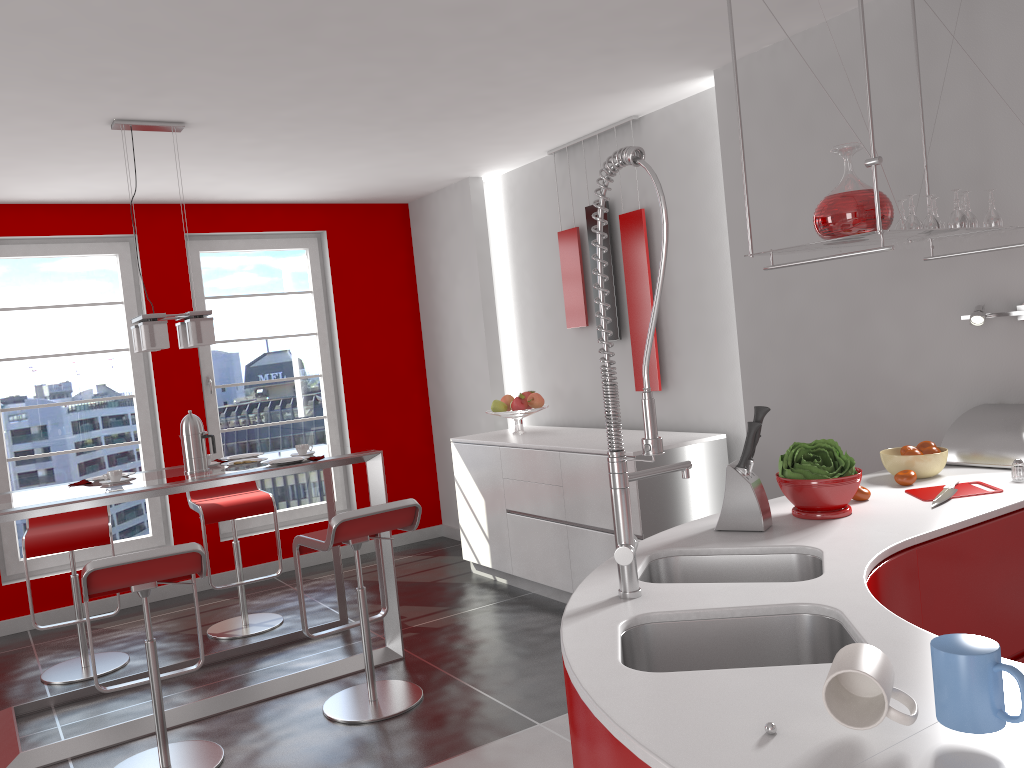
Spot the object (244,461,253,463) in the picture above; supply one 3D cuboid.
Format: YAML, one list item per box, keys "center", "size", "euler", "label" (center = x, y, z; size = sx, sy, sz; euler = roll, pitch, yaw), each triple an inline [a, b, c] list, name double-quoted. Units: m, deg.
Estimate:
- center: [-1.240, 0.368, 4.178]
  size: [0.034, 0.006, 0.036]
  euler: [-8, 4, -44]
  label: "object"

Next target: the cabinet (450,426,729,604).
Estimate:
- center: [0.386, 0.736, 5.086]
  size: [0.610, 0.880, 1.802]
  euler: [-7, 3, -32]
  label: "cabinet"

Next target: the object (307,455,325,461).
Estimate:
- center: [-0.917, 0.342, 4.144]
  size: [0.095, 0.012, 0.234]
  euler: [-7, 3, -32]
  label: "object"

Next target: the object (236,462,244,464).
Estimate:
- center: [-1.281, 0.372, 4.170]
  size: [0.036, 0.006, 0.034]
  euler: [-6, 3, -8]
  label: "object"

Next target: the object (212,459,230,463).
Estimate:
- center: [-1.481, 0.388, 4.413]
  size: [0.095, 0.012, 0.234]
  euler: [-7, 3, -33]
  label: "object"

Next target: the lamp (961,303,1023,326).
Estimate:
- center: [1.702, -0.237, 2.967]
  size: [0.155, 0.081, 0.454]
  euler: [-7, 3, -32]
  label: "lamp"

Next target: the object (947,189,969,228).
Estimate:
- center: [1.367, -0.525, 2.722]
  size: [0.060, 0.141, 0.060]
  euler: [-7, 3, -32]
  label: "object"

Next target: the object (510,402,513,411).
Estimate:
- center: [0.031, 0.139, 5.543]
  size: [0.086, 0.079, 0.084]
  euler: [-6, 3, -4]
  label: "object"

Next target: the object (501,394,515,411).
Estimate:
- center: [-0.025, 0.120, 5.609]
  size: [0.096, 0.105, 0.117]
  euler: [-6, 3, -3]
  label: "object"

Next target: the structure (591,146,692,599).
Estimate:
- center: [0.266, -0.012, 1.846]
  size: [0.178, 0.920, 0.308]
  euler: [-5, 3, 11]
  label: "structure"

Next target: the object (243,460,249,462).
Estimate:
- center: [-1.263, 0.368, 4.213]
  size: [0.036, 0.006, 0.034]
  euler: [-6, 3, 5]
  label: "object"

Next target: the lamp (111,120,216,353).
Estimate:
- center: [-1.602, -0.672, 4.053]
  size: [0.304, 1.025, 0.304]
  euler: [-7, 3, -32]
  label: "lamp"

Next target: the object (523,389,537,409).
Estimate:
- center: [0.094, 0.095, 5.598]
  size: [0.117, 0.129, 0.150]
  euler: [-5, 3, 15]
  label: "object"

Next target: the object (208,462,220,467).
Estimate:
- center: [-1.473, 0.392, 4.277]
  size: [0.119, 0.016, 0.119]
  euler: [-8, 3, -35]
  label: "object"

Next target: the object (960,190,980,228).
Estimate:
- center: [1.436, -0.535, 2.794]
  size: [0.060, 0.141, 0.060]
  euler: [-7, 3, -32]
  label: "object"

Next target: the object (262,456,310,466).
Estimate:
- center: [-1.037, 0.356, 4.076]
  size: [0.217, 0.015, 0.217]
  euler: [-6, 3, 4]
  label: "object"

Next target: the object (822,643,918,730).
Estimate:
- center: [0.474, 0.399, 1.170]
  size: [0.109, 0.080, 0.100]
  euler: [-4, 3, 28]
  label: "object"

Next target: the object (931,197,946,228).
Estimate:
- center: [1.374, -0.533, 2.878]
  size: [0.060, 0.141, 0.060]
  euler: [-4, 3, 35]
  label: "object"

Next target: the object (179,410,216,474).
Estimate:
- center: [-1.455, 0.261, 4.099]
  size: [0.149, 0.287, 0.113]
  euler: [-7, 3, -24]
  label: "object"

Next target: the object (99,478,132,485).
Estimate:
- center: [-1.772, 0.436, 3.966]
  size: [0.119, 0.016, 0.119]
  euler: [-4, 3, 38]
  label: "object"

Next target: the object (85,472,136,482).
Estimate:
- center: [-1.878, 0.438, 4.152]
  size: [0.217, 0.015, 0.217]
  euler: [-6, 3, -8]
  label: "object"

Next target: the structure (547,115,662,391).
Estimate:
- center: [0.527, -0.703, 5.182]
  size: [0.040, 1.503, 0.820]
  euler: [-7, 3, -32]
  label: "structure"

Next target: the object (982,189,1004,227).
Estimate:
- center: [1.523, -0.545, 2.813]
  size: [0.060, 0.141, 0.060]
  euler: [-7, 3, -32]
  label: "object"

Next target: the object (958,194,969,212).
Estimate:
- center: [1.469, -0.543, 2.879]
  size: [0.060, 0.141, 0.060]
  euler: [-7, 3, -32]
  label: "object"

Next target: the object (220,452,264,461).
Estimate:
- center: [-1.363, 0.371, 4.484]
  size: [0.217, 0.015, 0.217]
  euler: [-4, 3, 34]
  label: "object"

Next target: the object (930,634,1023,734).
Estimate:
- center: [0.594, 0.380, 1.124]
  size: [0.109, 0.100, 0.080]
  euler: [-4, 3, 31]
  label: "object"

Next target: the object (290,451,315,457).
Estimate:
- center: [-1.016, 0.344, 4.310]
  size: [0.119, 0.016, 0.119]
  euler: [-6, 3, -12]
  label: "object"

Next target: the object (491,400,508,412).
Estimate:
- center: [-0.078, 0.139, 5.473]
  size: [0.100, 0.086, 0.083]
  euler: [-5, 3, 17]
  label: "object"

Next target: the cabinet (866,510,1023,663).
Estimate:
- center: [1.317, 0.748, 1.999]
  size: [1.025, 0.761, 1.875]
  euler: [-5, 3, 13]
  label: "cabinet"

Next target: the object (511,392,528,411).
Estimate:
- center: [0.037, 0.111, 5.422]
  size: [0.097, 0.133, 0.117]
  euler: [-8, 3, -43]
  label: "object"

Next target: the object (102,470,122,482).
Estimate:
- center: [-1.782, 0.413, 3.964]
  size: [0.078, 0.049, 0.062]
  euler: [-6, 3, -9]
  label: "object"

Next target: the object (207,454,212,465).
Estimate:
- center: [-1.483, 0.369, 4.277]
  size: [0.078, 0.049, 0.062]
  euler: [-5, 3, 8]
  label: "object"

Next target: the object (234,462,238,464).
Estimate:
- center: [-1.303, 0.373, 4.205]
  size: [0.034, 0.006, 0.036]
  euler: [-7, 3, -20]
  label: "object"

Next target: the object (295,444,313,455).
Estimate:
- center: [-1.012, 0.319, 4.313]
  size: [0.078, 0.049, 0.062]
  euler: [-7, 3, -32]
  label: "object"

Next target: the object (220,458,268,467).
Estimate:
- center: [-1.267, 0.374, 4.200]
  size: [0.217, 0.015, 0.217]
  euler: [-6, 3, 5]
  label: "object"
